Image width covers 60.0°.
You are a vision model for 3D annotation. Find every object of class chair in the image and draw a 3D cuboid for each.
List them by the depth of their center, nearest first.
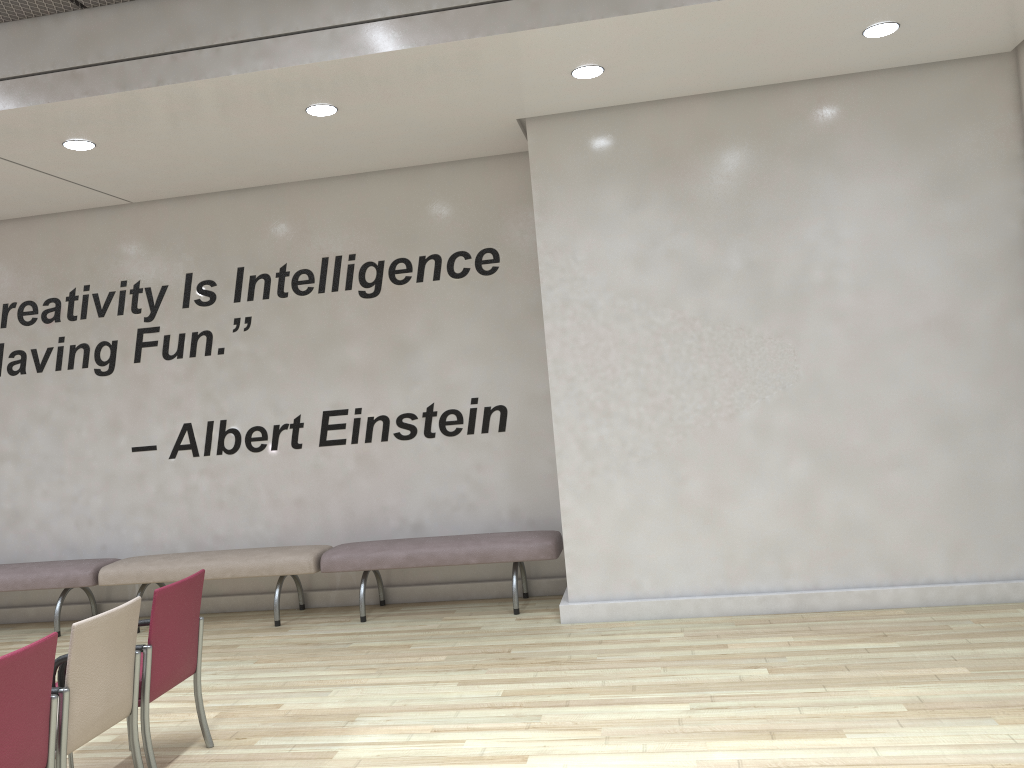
[{"bbox_3d":[-1.976,1.391,3.128,0.640,0.890,0.513,-5,0,9],"label":"chair"},{"bbox_3d":[-1.893,1.388,3.670,0.640,0.890,0.513,-5,0,10],"label":"chair"},{"bbox_3d":[-1.803,1.384,4.212,0.640,0.890,0.513,-5,0,8],"label":"chair"}]

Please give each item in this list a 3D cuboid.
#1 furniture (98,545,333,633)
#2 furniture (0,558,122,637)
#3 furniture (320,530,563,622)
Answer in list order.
[{"bbox_3d":[-2.346,1.623,7.108,1.833,0.550,0.530,-5,0,9],"label":"furniture"},{"bbox_3d":[-4.175,1.788,7.396,1.833,0.550,0.530,-5,0,9],"label":"furniture"},{"bbox_3d":[-0.521,1.459,6.821,1.833,0.550,0.530,-5,0,9],"label":"furniture"}]
